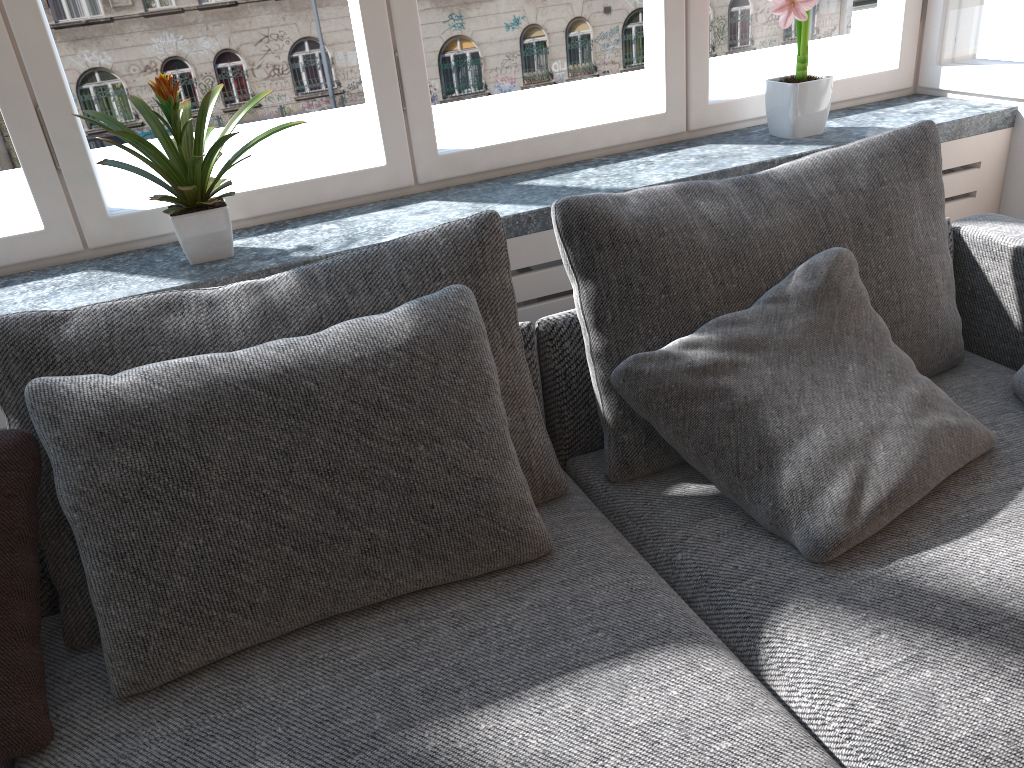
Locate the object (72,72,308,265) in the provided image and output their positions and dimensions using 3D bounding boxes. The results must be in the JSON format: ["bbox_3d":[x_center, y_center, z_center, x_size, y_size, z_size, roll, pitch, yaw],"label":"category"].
[{"bbox_3d":[-0.564,-0.397,1.614,0.318,0.339,0.369,19,37,40],"label":"object"}]

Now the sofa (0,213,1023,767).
[{"bbox_3d":[0.064,0.646,0.861,3.050,0.693,1.988,-15,28,-17],"label":"sofa"}]

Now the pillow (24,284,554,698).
[{"bbox_3d":[-0.301,0.134,1.302,0.663,0.410,0.284,-15,29,-16],"label":"pillow"}]

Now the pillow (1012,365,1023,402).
[{"bbox_3d":[1.051,-0.085,1.400,0.285,0.427,0.482,-17,29,-18],"label":"pillow"}]

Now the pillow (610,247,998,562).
[{"bbox_3d":[0.487,0.003,1.454,0.485,0.331,0.437,-26,33,-33],"label":"pillow"}]

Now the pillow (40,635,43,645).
[{"bbox_3d":[-1.142,0.278,1.161,0.831,0.493,0.268,-15,29,-16],"label":"pillow"}]

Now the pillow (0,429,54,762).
[{"bbox_3d":[-0.846,0.292,1.115,0.518,0.416,0.303,-15,29,-15],"label":"pillow"}]

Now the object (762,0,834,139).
[{"bbox_3d":[0.621,-0.891,1.899,0.197,0.712,0.293,-29,35,-35],"label":"object"}]

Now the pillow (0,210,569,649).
[{"bbox_3d":[-0.344,0.054,1.410,0.835,0.490,0.269,-15,29,-16],"label":"pillow"}]

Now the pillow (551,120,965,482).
[{"bbox_3d":[0.502,-0.168,1.657,0.832,0.492,0.268,-15,29,-16],"label":"pillow"}]
